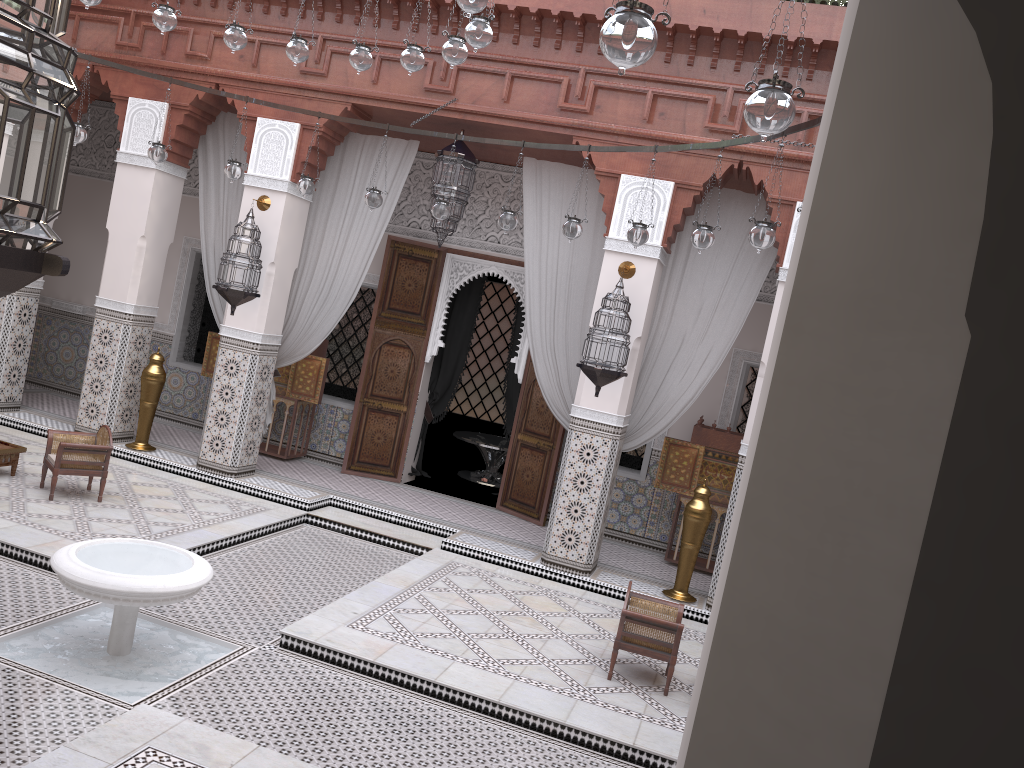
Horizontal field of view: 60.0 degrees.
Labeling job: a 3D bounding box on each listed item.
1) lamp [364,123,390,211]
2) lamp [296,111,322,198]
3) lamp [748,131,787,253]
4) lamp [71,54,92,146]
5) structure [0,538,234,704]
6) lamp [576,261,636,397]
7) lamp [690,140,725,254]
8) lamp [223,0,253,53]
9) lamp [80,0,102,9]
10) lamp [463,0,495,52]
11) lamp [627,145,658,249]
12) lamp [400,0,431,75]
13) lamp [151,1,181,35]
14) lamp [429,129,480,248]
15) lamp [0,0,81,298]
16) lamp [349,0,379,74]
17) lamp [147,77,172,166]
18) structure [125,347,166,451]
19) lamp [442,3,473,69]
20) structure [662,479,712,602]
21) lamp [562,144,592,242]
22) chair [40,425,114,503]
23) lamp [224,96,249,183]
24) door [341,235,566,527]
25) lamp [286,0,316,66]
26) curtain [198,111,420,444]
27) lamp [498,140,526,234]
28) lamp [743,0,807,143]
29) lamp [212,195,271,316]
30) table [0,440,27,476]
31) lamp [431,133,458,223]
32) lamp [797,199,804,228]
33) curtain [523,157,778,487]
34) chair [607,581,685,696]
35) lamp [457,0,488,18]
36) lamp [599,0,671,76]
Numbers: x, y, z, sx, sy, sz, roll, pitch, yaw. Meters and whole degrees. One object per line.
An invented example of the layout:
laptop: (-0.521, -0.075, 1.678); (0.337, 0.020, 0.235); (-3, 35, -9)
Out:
lamp: (-0.557, -0.912, 3.748); (0.091, 0.371, 0.090); (9, 5, -40)
lamp: (-0.853, -0.977, 3.798); (0.091, 0.371, 0.090); (10, 4, -30)
lamp: (0.771, -0.564, 2.601); (0.091, 0.371, 0.090); (14, 4, 30)
lamp: (-1.749, -1.153, 3.611); (0.090, 0.371, 0.091); (13, 4, 20)
structure: (-1.111, 0.647, 2.543); (0.528, 0.310, 0.501); (13, 4, 15)
lamp: (0.430, -0.246, 3.837); (0.216, 0.618, 0.217); (13, 4, 15)
lamp: (0.657, -0.606, 2.888); (0.091, 0.371, 0.090); (13, 4, 15)
lamp: (-0.915, -1.309, 3.021); (0.090, 0.371, 0.091); (15, 4, 40)
lamp: (-1.332, -1.385, 2.836); (0.090, 0.371, 0.091); (11, 3, -5)
lamp: (-0.055, -1.093, 2.433); (0.091, 0.371, 0.090); (14, 4, 30)
lamp: (0.482, -0.658, 3.140); (0.091, 0.371, 0.090); (13, 4, 15)
lamp: (-0.284, -1.165, 2.824); (0.091, 0.371, 0.090); (11, 4, -10)
lamp: (-1.136, -1.352, 2.963); (0.090, 0.371, 0.091); (13, 4, 20)
lamp: (-0.292, -0.932, 4.240); (0.221, 0.571, 0.220); (13, 4, 15)
lamp: (-0.436, -0.267, 0.674); (0.216, 0.552, 0.221); (13, 4, 15)
lamp: (-0.470, -1.212, 2.947); (0.091, 0.371, 0.090); (11, 4, -15)
lamp: (-1.464, -1.100, 3.725); (0.090, 0.371, 0.091); (14, 4, 30)
structure: (-1.906, 0.072, 4.667); (0.156, 0.539, 0.156); (11, 4, -13)
lamp: (-0.136, -1.123, 2.647); (0.091, 0.371, 0.090); (12, 4, 10)
structure: (0.800, 0.682, 3.934); (0.156, 0.539, 0.156); (13, 4, 20)
lamp: (0.262, -0.717, 3.355); (0.091, 0.371, 0.090); (12, 3, 0)
chair: (-1.843, 0.320, 3.755); (0.208, 0.313, 0.263); (9, 4, -39)
lamp: (-1.159, -1.040, 3.785); (0.091, 0.371, 0.090); (9, 5, -40)
door: (-0.209, -0.070, 5.137); (1.244, 1.461, 0.419); (13, 4, 15)
lamp: (-0.700, -1.264, 3.016); (0.091, 0.371, 0.090); (9, 4, -35)
curtain: (-1.250, -0.500, 4.687); (1.304, 1.761, 0.048); (13, 4, 15)
lamp: (0.015, -0.779, 3.527); (0.091, 0.371, 0.090); (11, 4, -10)
lamp: (0.436, -0.558, 1.371); (0.090, 0.371, 0.091); (12, 3, 0)
lamp: (-1.302, -0.637, 4.306); (0.216, 0.618, 0.217); (13, 4, 15)
table: (-2.288, 0.315, 3.761); (0.229, 0.142, 0.330); (13, 4, 15)
lamp: (-0.261, -0.845, 3.658); (0.091, 0.371, 0.090); (11, 4, -20)
lamp: (0.819, -0.535, 2.296); (0.091, 0.371, 0.090); (15, 4, 40)
curtain: (0.498, -0.104, 4.194); (1.304, 1.761, 0.048); (13, 4, 15)
chair: (0.463, 0.848, 3.010); (0.208, 0.313, 0.263); (12, 4, 11)
lamp: (-0.061, -1.078, 2.163); (0.090, 0.371, 0.091); (9, 4, -35)
lamp: (0.177, -0.601, 1.188); (0.091, 0.371, 0.090); (14, 4, 30)
